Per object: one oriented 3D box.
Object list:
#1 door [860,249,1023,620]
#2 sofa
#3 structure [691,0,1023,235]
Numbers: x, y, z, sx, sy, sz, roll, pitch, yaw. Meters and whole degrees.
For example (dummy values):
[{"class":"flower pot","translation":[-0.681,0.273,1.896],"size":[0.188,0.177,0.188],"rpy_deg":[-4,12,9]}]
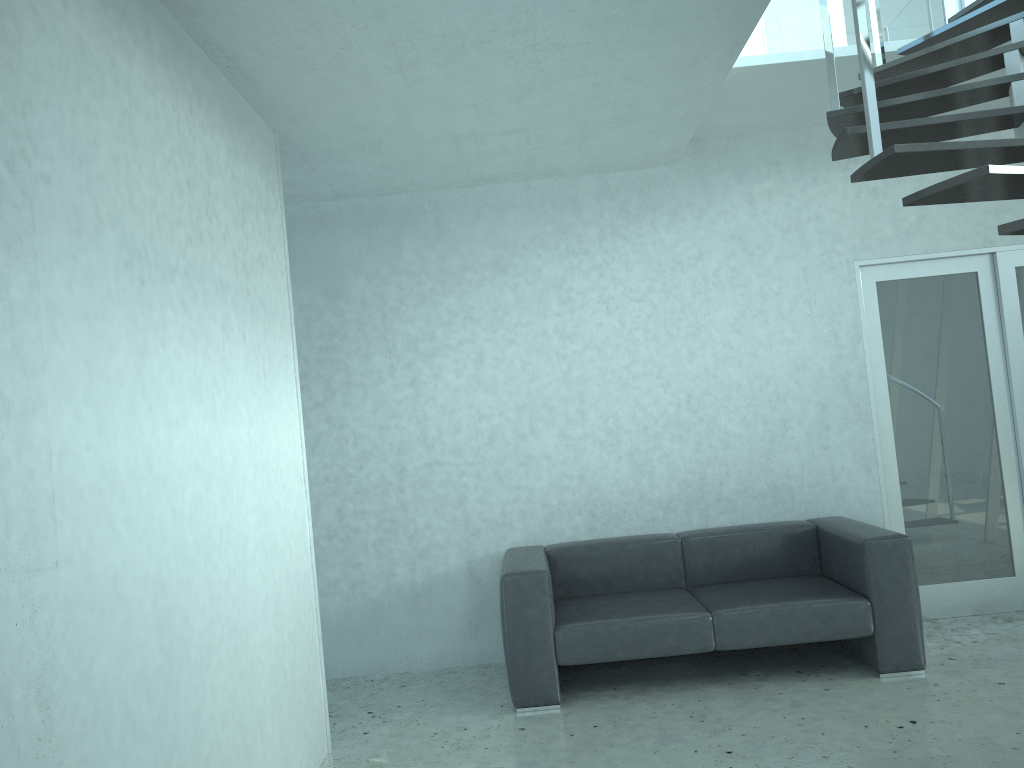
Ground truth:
[{"class":"door","translation":[3.445,-0.110,5.677],"size":[2.576,3.200,1.162],"rpy_deg":[-3,-4,-42]},{"class":"sofa","translation":[0.963,1.147,4.673],"size":[2.025,0.652,0.943],"rpy_deg":[-6,-3,1]},{"class":"structure","translation":[2.332,-0.792,3.336],"size":[2.655,4.156,3.780],"rpy_deg":[-6,-3,1]}]
